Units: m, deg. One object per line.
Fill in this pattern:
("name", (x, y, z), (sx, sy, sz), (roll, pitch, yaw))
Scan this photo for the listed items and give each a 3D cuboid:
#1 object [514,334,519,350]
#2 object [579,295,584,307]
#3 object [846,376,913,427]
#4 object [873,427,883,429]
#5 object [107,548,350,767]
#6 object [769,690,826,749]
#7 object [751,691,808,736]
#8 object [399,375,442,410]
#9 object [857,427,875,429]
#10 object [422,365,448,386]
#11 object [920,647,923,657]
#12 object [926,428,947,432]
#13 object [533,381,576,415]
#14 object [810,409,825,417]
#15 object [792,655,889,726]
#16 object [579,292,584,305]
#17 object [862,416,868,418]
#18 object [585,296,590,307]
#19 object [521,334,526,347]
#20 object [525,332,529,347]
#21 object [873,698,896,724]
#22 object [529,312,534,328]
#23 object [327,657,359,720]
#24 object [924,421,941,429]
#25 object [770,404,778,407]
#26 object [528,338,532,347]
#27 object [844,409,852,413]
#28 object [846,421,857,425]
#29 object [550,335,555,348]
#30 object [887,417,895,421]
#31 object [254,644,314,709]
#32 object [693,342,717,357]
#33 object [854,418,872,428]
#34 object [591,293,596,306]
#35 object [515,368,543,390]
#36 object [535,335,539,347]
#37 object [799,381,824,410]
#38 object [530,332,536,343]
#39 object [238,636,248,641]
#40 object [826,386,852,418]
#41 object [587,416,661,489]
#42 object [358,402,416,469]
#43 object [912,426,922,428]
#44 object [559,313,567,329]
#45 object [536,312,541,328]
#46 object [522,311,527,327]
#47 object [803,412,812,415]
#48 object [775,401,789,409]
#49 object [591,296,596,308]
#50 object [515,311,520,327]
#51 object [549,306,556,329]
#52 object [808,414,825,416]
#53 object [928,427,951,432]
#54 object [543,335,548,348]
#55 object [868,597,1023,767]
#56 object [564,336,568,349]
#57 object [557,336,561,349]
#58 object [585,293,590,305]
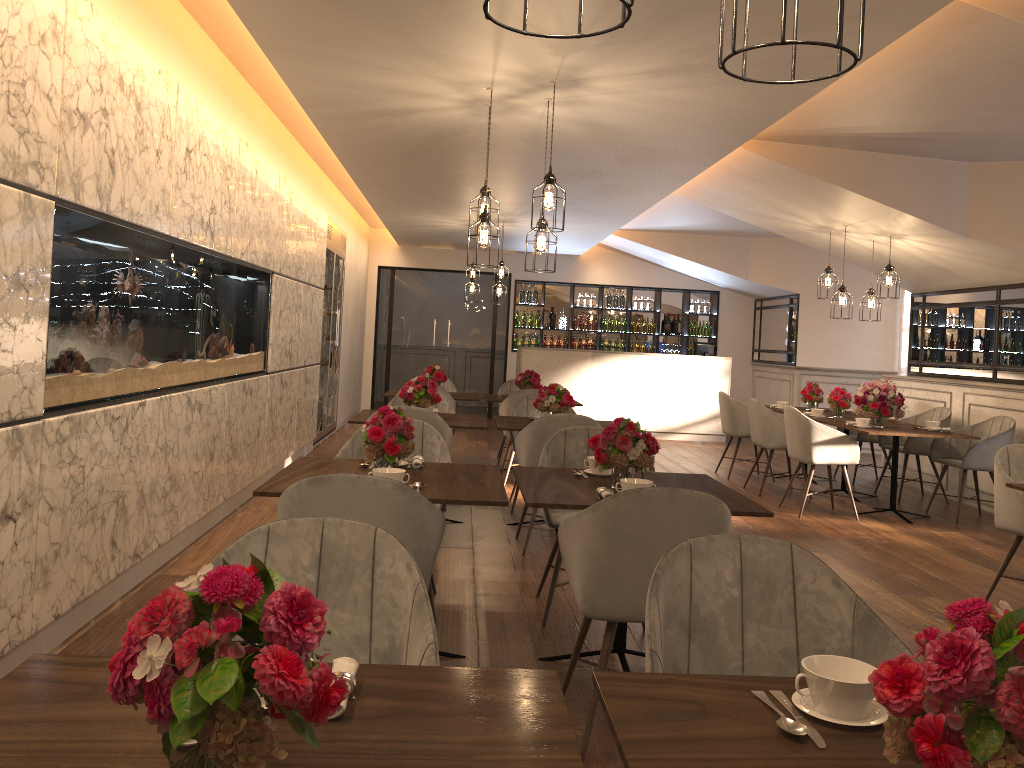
("object", (0.073, -0.677, 14.120), (0.065, 0.261, 0.066), (3, 0, -25))
("object", (1.107, -1.323, 14.150), (0.070, 0.190, 0.041), (3, 0, -4))
("object", (3.077, 0.145, 7.420), (0.419, 0.425, 0.406), (3, 1, -15))
("object", (2.911, 0.356, 7.170), (0.197, 0.015, 0.043), (3, 3, -7))
("object", (-0.360, 0.354, 1.082), (0.305, 0.301, 0.234), (3, 1, 18))
("object", (0.454, 0.529, 1.403), (0.022, 0.004, 0.211), (3, 3, -3))
("object", (0.419, 0.521, 1.408), (0.043, 0.015, 0.197), (3, 3, -7))
("object", (-0.645, 0.080, 6.127), (0.305, 0.301, 0.234), (3, 1, 18))
("object", (2.915, 0.360, 7.206), (0.210, 0.004, 0.022), (3, 3, -3))
("object", (-0.742, -0.052, 8.615), (0.234, 0.301, 0.306), (3, 1, -28))
("object", (0.588, 0.359, 1.180), (0.045, 0.052, 0.077), (2, 2, -41))
("object", (3.485, 0.375, 7.272), (0.192, 0.024, 0.025), (3, 1, -3))
("object", (0.304, 0.129, 6.152), (0.305, 0.301, 0.234), (4, 1, 29))
("object", (2.834, 0.270, 8.213), (0.148, 0.072, 0.148), (5, 3, 39))
("object", (0.532, 0.497, 1.434), (0.148, 0.072, 0.148), (2, 3, -26))
("object", (1.109, -1.360, 14.150), (0.069, 0.208, 0.040), (3, 0, -4))
("object", (3.412, 0.319, 8.395), (0.197, 0.015, 0.043), (3, 3, -7))
("object", (1.208, -1.319, 14.156), (0.070, 0.190, 0.041), (3, 0, -4))
("object", (0.183, -0.672, 14.126), (0.065, 0.261, 0.066), (3, 0, -25))
("object", (0.206, -0.623, 12.376), (0.065, 0.208, 0.065), (3, 0, -12))
("object", (0.610, 0.525, 1.429), (0.025, 0.024, 0.193), (3, 3, -3))
("object", (0.312, -1.029, 14.135), (0.065, 0.261, 0.066), (3, 0, -25))
("object", (-0.271, 0.475, 1.389), (0.056, 0.039, 0.176), (3, 3, -3))
("object", (3.491, 0.348, 7.352), (0.148, 0.072, 0.148), (5, 3, 39))
("object", (2.776, 0.232, 9.221), (0.175, 0.039, 0.056), (3, 2, -3))
("object", (0.294, -0.666, 14.132), (0.065, 0.261, 0.066), (3, 0, -25))
("object", (3.394, 0.272, 9.064), (0.175, 0.039, 0.056), (3, 2, -3))
("object", (2.879, 0.331, 7.396), (0.175, 0.039, 0.056), (3, 2, -3))
("object", (0.647, -0.649, 14.152), (0.065, 0.261, 0.066), (3, 0, -25))
("object", (3.445, 0.320, 8.169), (0.175, 0.039, 0.056), (3, 2, -3))
("object", (-0.384, 0.452, 1.383), (0.148, 0.072, 0.148), (2, 3, -26))
("object", (2.780, -0.432, 12.683), (0.408, 0.329, 0.130), (2, 0, -26))
("object", (2.886, 0.320, 7.282), (0.148, 0.072, 0.148), (5, 3, 39))
("object", (1.310, -1.350, 14.161), (0.069, 0.208, 0.040), (3, 0, -4))
("object", (0.149, -0.008, 8.673), (0.306, 0.301, 0.234), (4, 1, 44))
("object", (0.404, -0.661, 14.138), (0.065, 0.261, 0.066), (3, 0, -25))
("object", (3.093, 0.117, 9.142), (0.234, 0.301, 0.305), (4, 1, 44))
("object", (0.291, -0.619, 12.385), (0.065, 0.208, 0.146), (3, 1, -12))
("object", (-0.337, 0.320, 1.159), (0.048, 0.052, 0.076), (2, 2, -24))
("object", (3.067, 0.161, 8.322), (0.234, 0.301, 0.305), (3, 1, 16))
("object", (0.449, 0.268, 3.579), (0.305, 0.301, 0.234), (2, 1, -26))
("object", (-0.503, 0.220, 3.555), (0.234, 0.301, 0.305), (3, 1, -2))
("object", (3.464, 0.369, 7.464), (0.197, 0.015, 0.043), (3, 3, -7))
("object", (0.816, -1.013, 14.161), (0.108, 0.282, 0.108), (3, 0, 43))
("object", (0.422, -1.023, 14.141), (0.065, 0.261, 0.066), (3, 0, -25))
("object", (0.202, -1.034, 14.129), (0.065, 0.261, 0.066), (3, 0, -25))
("object", (2.826, 0.280, 8.327), (0.175, 0.039, 0.056), (3, 2, -3))
("object", (2.783, 0.221, 9.107), (0.148, 0.072, 0.148), (5, 3, 39))
("object", (1.308, -1.314, 14.161), (0.070, 0.190, 0.041), (3, 0, -4))
("object", (0.092, -1.040, 14.122), (0.065, 0.261, 0.066), (3, 0, -25))
("object", (0.652, -1.061, 14.158), (0.103, 0.360, 0.104), (3, 0, -31))
("object", (2.837, 0.290, 8.293), (0.192, 0.024, 0.025), (3, 1, -3))
("object", (3.497, 0.371, 7.238), (0.175, 0.039, 0.056), (3, 2, -3))
("object", (0.537, -0.655, 14.146), (0.065, 0.261, 0.066), (3, 0, -25))
("object", (0.588, 0.402, 1.104), (0.305, 0.301, 0.234), (2, 1, -26))
("object", (0.867, -0.638, 14.164), (0.065, 0.261, 0.066), (3, 0, -25))
("object", (0.757, -0.644, 14.158), (0.065, 0.261, 0.066), (3, 0, -25))
("object", (1.210, -1.355, 14.156), (0.069, 0.208, 0.040), (3, 0, -4))
